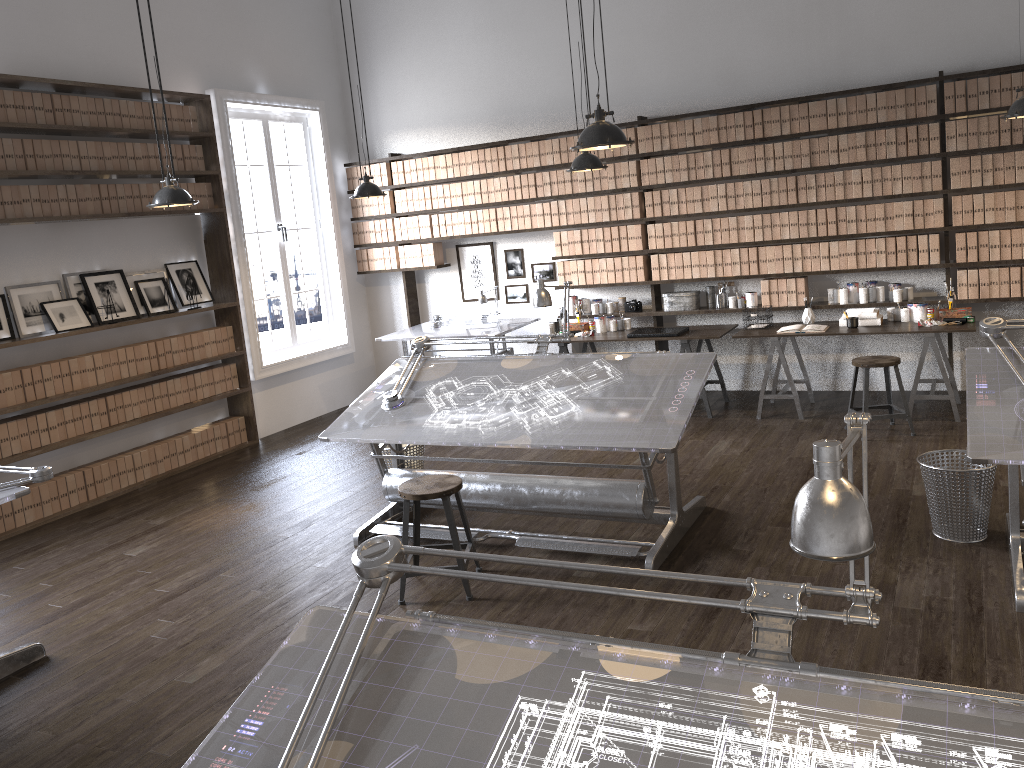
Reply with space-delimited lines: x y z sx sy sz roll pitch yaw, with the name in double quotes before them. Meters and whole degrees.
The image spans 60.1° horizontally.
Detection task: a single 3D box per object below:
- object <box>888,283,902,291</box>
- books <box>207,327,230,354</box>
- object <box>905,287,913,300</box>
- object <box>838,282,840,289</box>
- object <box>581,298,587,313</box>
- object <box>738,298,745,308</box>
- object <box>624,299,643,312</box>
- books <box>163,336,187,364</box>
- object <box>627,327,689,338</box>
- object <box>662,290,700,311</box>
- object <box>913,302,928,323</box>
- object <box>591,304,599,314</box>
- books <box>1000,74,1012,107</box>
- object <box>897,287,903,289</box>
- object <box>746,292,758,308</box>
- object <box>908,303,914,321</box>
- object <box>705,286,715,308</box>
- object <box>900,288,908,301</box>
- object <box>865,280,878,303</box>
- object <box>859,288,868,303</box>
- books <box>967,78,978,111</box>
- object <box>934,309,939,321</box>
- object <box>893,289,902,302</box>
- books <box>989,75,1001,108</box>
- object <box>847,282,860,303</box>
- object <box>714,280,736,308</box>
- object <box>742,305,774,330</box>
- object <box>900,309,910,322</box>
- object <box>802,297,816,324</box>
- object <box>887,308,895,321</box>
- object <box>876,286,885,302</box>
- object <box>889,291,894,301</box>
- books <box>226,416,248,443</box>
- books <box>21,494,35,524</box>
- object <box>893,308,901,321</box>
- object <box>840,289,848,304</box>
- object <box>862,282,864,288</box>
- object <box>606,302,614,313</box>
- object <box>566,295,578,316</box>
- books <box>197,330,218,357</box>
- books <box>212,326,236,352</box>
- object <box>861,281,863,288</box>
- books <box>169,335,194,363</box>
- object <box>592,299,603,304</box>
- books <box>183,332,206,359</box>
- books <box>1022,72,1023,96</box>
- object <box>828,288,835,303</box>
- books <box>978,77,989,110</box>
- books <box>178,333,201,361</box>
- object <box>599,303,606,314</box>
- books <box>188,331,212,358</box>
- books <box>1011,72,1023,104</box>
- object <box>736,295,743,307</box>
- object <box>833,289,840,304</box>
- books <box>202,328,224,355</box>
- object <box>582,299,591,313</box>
"object" 3.027 -0.729 6.996 0.094 0.129 0.095 -3 9 15
"books" -2.537 -0.374 7.637 0.174 0.224 0.067 -1 9 28
"object" 3.098 -0.707 6.909 0.062 0.095 0.062 -11 10 -30
"object" 2.651 -0.741 7.143 0.041 0.167 0.009 -1 9 31
"object" 0.666 -0.729 8.218 0.072 0.128 0.071 -8 9 -15
"object" 1.963 -0.695 7.483 0.062 0.093 0.182 2 12 41
"object" 1.073 -0.694 7.889 0.171 0.108 0.091 -1 10 27
"books" -2.749 -0.274 7.220 0.174 0.224 0.067 -1 9 28
"object" 1.208 -0.425 7.318 0.445 0.033 0.314 0 12 27
"object" 1.477 -0.724 7.718 0.317 0.151 0.194 -1 11 27
"object" 3.055 -0.533 6.615 0.105 0.141 0.105 0 11 35
"object" 0.752 -0.680 8.030 0.062 0.094 0.062 -4 9 13
"books" 3.549 -2.102 6.362 0.066 0.224 0.176 -2 10 27
"object" 3.039 -0.705 6.929 0.044 0.102 0.045 -3 9 19
"object" 2.007 -0.703 7.414 0.095 0.127 0.094 0 11 34
"object" 3.061 -0.550 6.732 0.095 0.127 0.095 -2 10 24
"object" 1.723 -0.754 7.686 0.079 0.187 0.079 -5 8 7
"object" 3.040 -0.693 6.872 0.063 0.094 0.063 -11 10 -30
"object" 2.849 -0.730 7.029 0.094 0.160 0.207 -1 11 29
"object" 2.764 -0.693 6.963 0.062 0.118 0.062 -6 8 -4
"books" 3.360 -2.102 6.461 0.066 0.224 0.176 -2 10 28
"object" 3.150 -0.514 6.598 0.060 0.088 0.060 0 10 32
"object" 2.980 -0.682 6.843 0.062 0.095 0.062 -11 10 -30
"books" 3.486 -2.102 6.395 0.066 0.224 0.176 -2 10 27
"object" 2.729 -0.728 7.078 0.095 0.161 0.095 -2 9 24
"object" 1.810 -0.785 7.546 0.181 0.270 0.157 -4 9 12
"object" 1.984 -0.534 7.139 0.203 0.159 0.286 -1 11 27
"object" 2.965 -0.518 6.680 0.062 0.094 0.062 -8 9 -12
"object" 2.366 -0.585 7.074 0.101 0.208 0.102 -8 9 -17
"object" 2.916 -0.537 6.807 0.062 0.094 0.062 -9 9 -21
"object" 2.900 -0.708 6.970 0.062 0.118 0.062 -6 8 -4
"object" 2.978 -0.688 6.931 0.054 0.081 0.055 -3 9 18
"books" -2.429 0.402 7.793 0.174 0.224 0.067 -1 9 28
"books" -3.340 0.828 6.013 0.174 0.224 0.067 -1 9 27
"object" 2.936 -0.526 6.744 0.063 0.093 0.063 -9 9 -21
"object" 2.634 -0.692 7.027 0.062 0.118 0.062 -8 9 -12
"object" 2.792 -0.733 7.022 0.036 0.148 0.005 -12 10 -39
"object" 0.886 -0.688 8.002 0.062 0.094 0.062 -4 9 13
"object" 0.558 -0.718 8.121 0.106 0.175 0.108 -1 10 29
"books" -2.595 -0.344 7.512 0.174 0.224 0.067 -1 9 27
"books" -2.501 -0.387 7.691 0.174 0.224 0.067 -1 9 28
"object" 2.783 -0.731 7.020 0.030 0.167 0.004 -12 10 -40
"books" -2.717 -0.289 7.283 0.174 0.224 0.067 -1 9 28
"object" 0.789 -0.715 8.132 0.094 0.127 0.095 -11 10 -31
"books" -2.656 -0.317 7.400 0.174 0.224 0.067 -1 9 28
"books" 3.667 -2.103 6.300 0.066 0.224 0.176 -2 10 27
"object" 2.585 -0.711 7.154 0.062 0.118 0.062 -9 9 -21
"books" 3.421 -2.101 6.424 0.066 0.224 0.176 -2 10 28
"books" -2.682 -0.303 7.339 0.174 0.224 0.067 -1 9 27
"object" 0.820 -0.683 8.011 0.062 0.093 0.064 -4 9 13
"books" -2.626 -0.330 7.454 0.174 0.224 0.067 -1 9 28
"books" 3.606 -2.101 6.326 0.067 0.224 0.176 -2 10 28
"object" 1.932 -0.702 7.517 0.062 0.093 0.063 -7 9 -10
"object" 2.604 -0.701 7.091 0.063 0.117 0.063 -9 9 -21
"books" -2.566 -0.359 7.575 0.174 0.224 0.067 -1 9 28
"object" 0.685 -0.717 8.141 0.070 0.129 0.070 -10 9 -24
